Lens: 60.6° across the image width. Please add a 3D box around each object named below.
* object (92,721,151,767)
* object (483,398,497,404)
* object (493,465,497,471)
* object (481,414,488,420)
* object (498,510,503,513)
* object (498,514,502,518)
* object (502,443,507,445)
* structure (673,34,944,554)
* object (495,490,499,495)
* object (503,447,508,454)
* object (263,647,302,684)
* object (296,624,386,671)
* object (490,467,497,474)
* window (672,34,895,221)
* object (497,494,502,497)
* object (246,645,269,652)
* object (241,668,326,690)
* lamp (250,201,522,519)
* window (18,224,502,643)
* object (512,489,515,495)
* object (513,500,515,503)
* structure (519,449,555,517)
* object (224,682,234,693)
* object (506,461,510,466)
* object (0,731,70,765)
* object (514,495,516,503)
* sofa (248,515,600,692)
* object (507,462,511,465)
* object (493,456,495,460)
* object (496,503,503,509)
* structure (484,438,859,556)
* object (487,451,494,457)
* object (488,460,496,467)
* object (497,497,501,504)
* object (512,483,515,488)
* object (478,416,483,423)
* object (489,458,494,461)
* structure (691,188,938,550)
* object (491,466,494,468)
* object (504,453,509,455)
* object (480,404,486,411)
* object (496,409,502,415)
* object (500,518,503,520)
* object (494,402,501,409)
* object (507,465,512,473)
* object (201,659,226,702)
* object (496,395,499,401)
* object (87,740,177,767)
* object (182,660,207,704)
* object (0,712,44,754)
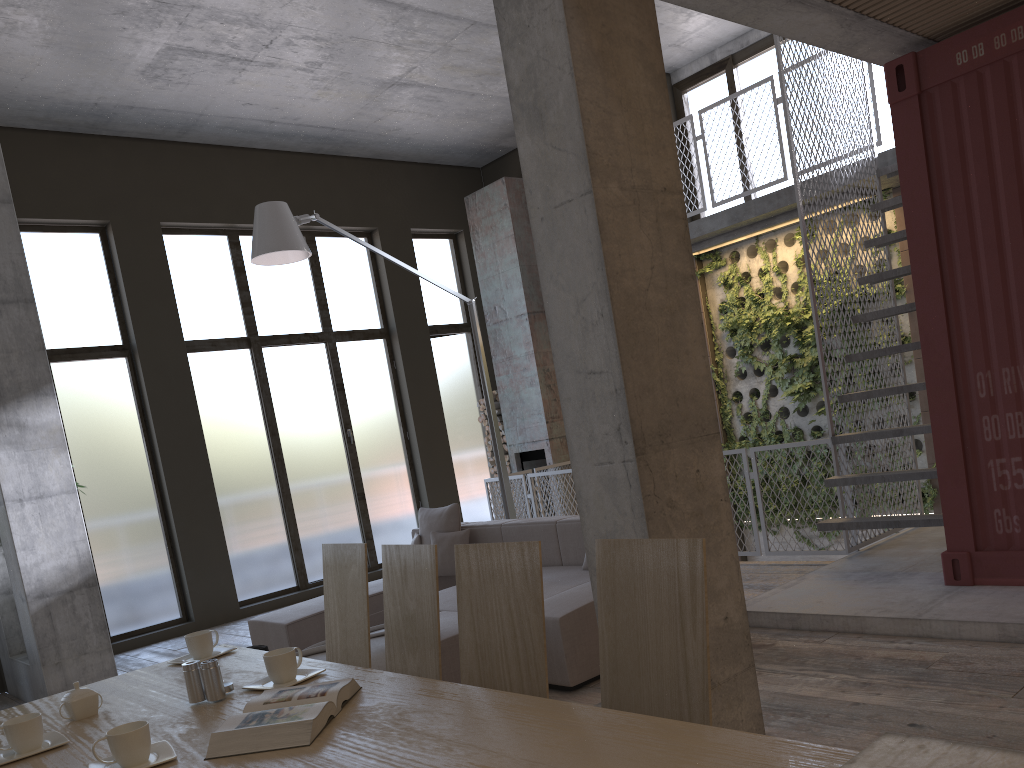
[{"bbox_3d":[-0.884,0.836,2.013,0.094,0.089,0.115,-10,0,23],"label":"object"},{"bbox_3d":[-0.242,0.223,11.730,0.288,0.104,0.105,-8,0,-42],"label":"object"},{"bbox_3d":[-0.052,1.112,11.947,0.448,0.090,0.091,-8,-1,-40],"label":"object"},{"bbox_3d":[-0.219,0.422,11.835,0.448,0.090,0.092,-7,-1,-42],"label":"object"},{"bbox_3d":[-0.025,1.727,12.043,0.358,0.068,0.123,-7,-3,-42],"label":"object"},{"bbox_3d":[-0.023,1.762,11.943,0.416,0.073,0.072,-8,-1,-40],"label":"object"},{"bbox_3d":[-0.034,0.795,11.756,0.327,0.057,0.090,-8,-2,-40],"label":"object"},{"bbox_3d":[2.498,-0.628,7.866,2.988,4.352,3.717,-12,3,-41],"label":"structure"},{"bbox_3d":[-0.055,1.433,12.047,0.430,0.108,0.080,-8,0,-41],"label":"object"},{"bbox_3d":[-0.040,0.872,11.739,0.290,0.108,0.099,-8,0,-42],"label":"object"},{"bbox_3d":[-0.674,0.827,2.580,0.093,0.089,0.116,-10,0,2],"label":"object"},{"bbox_3d":[-1.157,1.694,4.693,1.581,0.507,1.050,-9,-2,-22],"label":"object"},{"bbox_3d":[-0.107,1.155,12.013,0.431,0.093,0.092,-8,-1,-40],"label":"object"},{"bbox_3d":[3.152,-2.765,8.604,0.108,1.761,3.605,-14,2,-42],"label":"window"},{"bbox_3d":[-0.038,1.534,12.073,0.359,0.119,0.071,-8,1,-41],"label":"object"},{"bbox_3d":[-1.338,1.448,4.570,0.305,0.170,0.294,-11,-1,36],"label":"object"},{"bbox_3d":[-0.667,0.869,2.570,0.187,0.014,0.182,-12,-4,35],"label":"object"},{"bbox_3d":[-0.720,0.298,7.379,0.762,3.454,2.584,-6,4,36],"label":"lamp"},{"bbox_3d":[-3.775,0.454,9.104,9.070,4.206,0.211,-8,3,-42],"label":"window"},{"bbox_3d":[0.178,1.407,11.750,0.472,0.084,0.094,-8,-1,-40],"label":"object"},{"bbox_3d":[0.083,1.582,11.806,0.290,0.108,0.099,-8,0,-42],"label":"object"},{"bbox_3d":[0.381,1.306,11.326,0.055,0.936,0.580,-14,5,-42],"label":"structure"},{"bbox_3d":[-0.833,0.882,2.543,0.051,0.019,0.050,-11,-2,32],"label":"object"},{"bbox_3d":[0.084,1.031,11.749,0.416,0.068,0.068,-7,-1,-40],"label":"object"},{"bbox_3d":[-1.276,0.960,2.304,0.183,0.014,0.187,-8,-4,-38],"label":"object"},{"bbox_3d":[0.185,1.518,11.723,0.358,0.126,0.064,-8,2,-39],"label":"object"},{"bbox_3d":[-0.723,1.549,5.918,2.968,0.791,3.030,-8,-3,-41],"label":"sofa"},{"bbox_3d":[0.038,1.038,11.642,0.247,0.048,0.063,-7,-2,-42],"label":"object"},{"bbox_3d":[-0.059,0.983,11.925,0.429,0.080,0.116,-8,-2,-40],"label":"object"},{"bbox_3d":[-0.010,1.633,11.995,0.448,0.090,0.091,-8,-1,-39],"label":"object"},{"bbox_3d":[1.906,1.131,9.132,1.898,0.940,4.477,-9,-3,-41],"label":"structure"},{"bbox_3d":[-0.132,0.923,11.929,0.448,0.090,0.091,-8,-1,-39],"label":"object"},{"bbox_3d":[-0.146,1.052,11.877,0.416,0.073,0.072,-8,-1,-40],"label":"object"},{"bbox_3d":[0.003,1.545,11.918,0.472,0.084,0.094,-7,-1,-42],"label":"object"},{"bbox_3d":[0.177,1.327,11.764,0.429,0.080,0.116,-7,-2,-42],"label":"object"},{"bbox_3d":[-0.269,0.460,11.906,0.431,0.093,0.092,-7,-1,-42],"label":"object"},{"bbox_3d":[-0.148,1.017,11.976,0.358,0.068,0.123,-7,-3,-42],"label":"object"},{"bbox_3d":[3.037,-0.074,9.089,0.988,3.854,2.650,-14,5,-41],"label":"structure"},{"bbox_3d":[-0.117,1.086,11.980,0.419,0.086,0.067,-8,0,-39],"label":"object"},{"bbox_3d":[0.047,0.960,11.779,0.431,0.094,0.093,-8,-1,-40],"label":"object"},{"bbox_3d":[-0.229,0.294,11.801,0.429,0.080,0.114,-7,-2,-42],"label":"object"},{"bbox_3d":[-0.054,0.347,11.657,0.416,0.068,0.067,-7,-1,-42],"label":"object"},{"bbox_3d":[0.005,1.796,12.046,0.419,0.086,0.067,-8,0,-39],"label":"object"},{"bbox_3d":[-0.099,0.276,11.677,0.431,0.094,0.094,-7,-1,-42],"label":"object"},{"bbox_3d":[0.046,1.114,11.656,0.288,0.103,0.102,-8,0,-42],"label":"object"},{"bbox_3d":[-0.844,0.835,2.474,0.052,0.110,0.052,-10,4,4],"label":"object"},{"bbox_3d":[-0.072,0.174,11.729,0.290,0.109,0.100,-8,0,-40],"label":"object"},{"bbox_3d":[-0.877,0.875,2.026,0.183,0.014,0.187,-8,-4,-28],"label":"object"},{"bbox_3d":[-0.900,0.844,2.488,0.052,0.113,0.052,-10,4,4],"label":"object"},{"bbox_3d":[-1.281,0.921,2.292,0.094,0.089,0.116,-10,0,13],"label":"object"}]
